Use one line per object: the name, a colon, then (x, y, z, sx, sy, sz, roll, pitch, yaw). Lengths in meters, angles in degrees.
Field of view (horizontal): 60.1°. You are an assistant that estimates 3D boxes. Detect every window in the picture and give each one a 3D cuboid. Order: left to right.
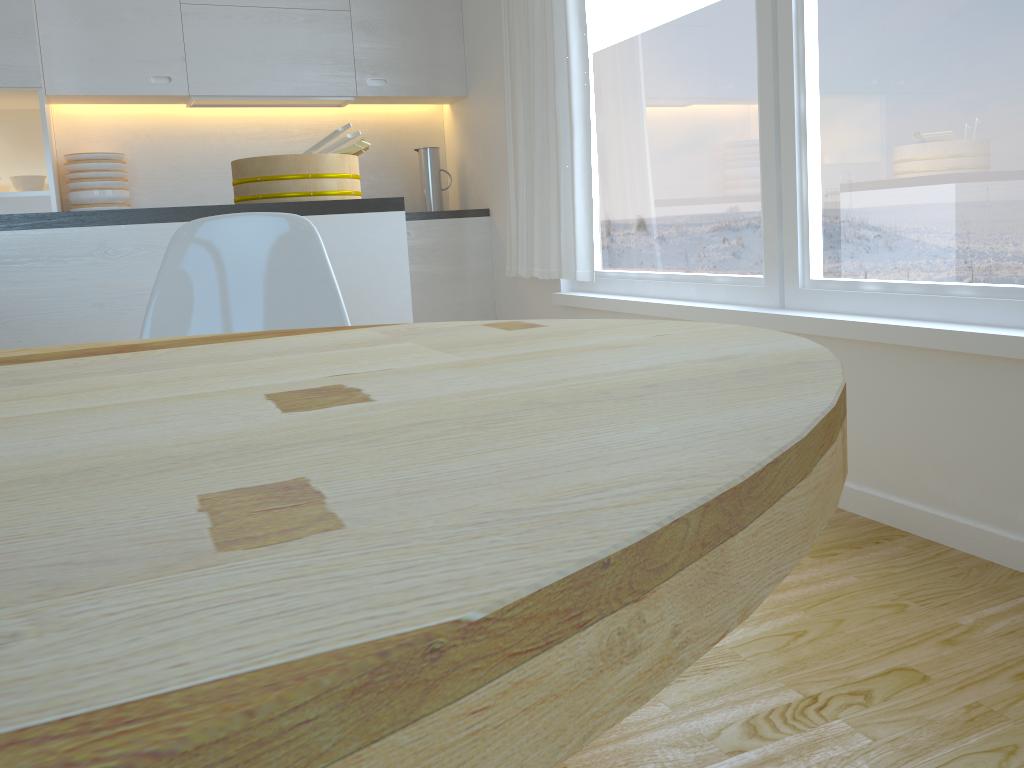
window: (0.817, -1.183, 2.646, 0.088, 1.903, 2.742, -6, 9, -23)

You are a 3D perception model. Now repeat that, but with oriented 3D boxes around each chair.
chair: (-0.450, 0.170, 1.436, 0.430, 0.895, 0.527, -4, 7, -4)

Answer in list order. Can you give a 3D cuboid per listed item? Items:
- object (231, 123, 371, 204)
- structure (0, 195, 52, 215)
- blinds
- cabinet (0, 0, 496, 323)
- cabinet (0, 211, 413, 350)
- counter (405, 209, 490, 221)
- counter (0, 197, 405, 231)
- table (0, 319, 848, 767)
object: (-0.628, -0.648, 2.679, 0.429, 0.212, 0.382, -3, 9, 4)
structure: (-2.207, -0.476, 3.694, 0.562, 0.592, 0.049, -7, 7, -24)
blinds: (0.074, -1.520, 3.772, 0.150, 2.144, 0.798, -6, 8, -24)
cabinet: (-1.689, -1.036, 4.130, 3.210, 2.284, 0.483, -7, 8, -24)
cabinet: (-1.495, 0.061, 2.389, 2.407, 0.903, 0.604, -8, 9, -24)
counter: (-1.150, -0.805, 4.464, 2.006, 0.040, 0.604, -8, 11, -24)
counter: (-1.524, -0.406, 2.335, 2.407, 0.040, 0.604, -8, 11, -24)
table: (-0.729, 0.434, 0.530, 2.196, 0.720, 1.200, -8, 10, -25)
